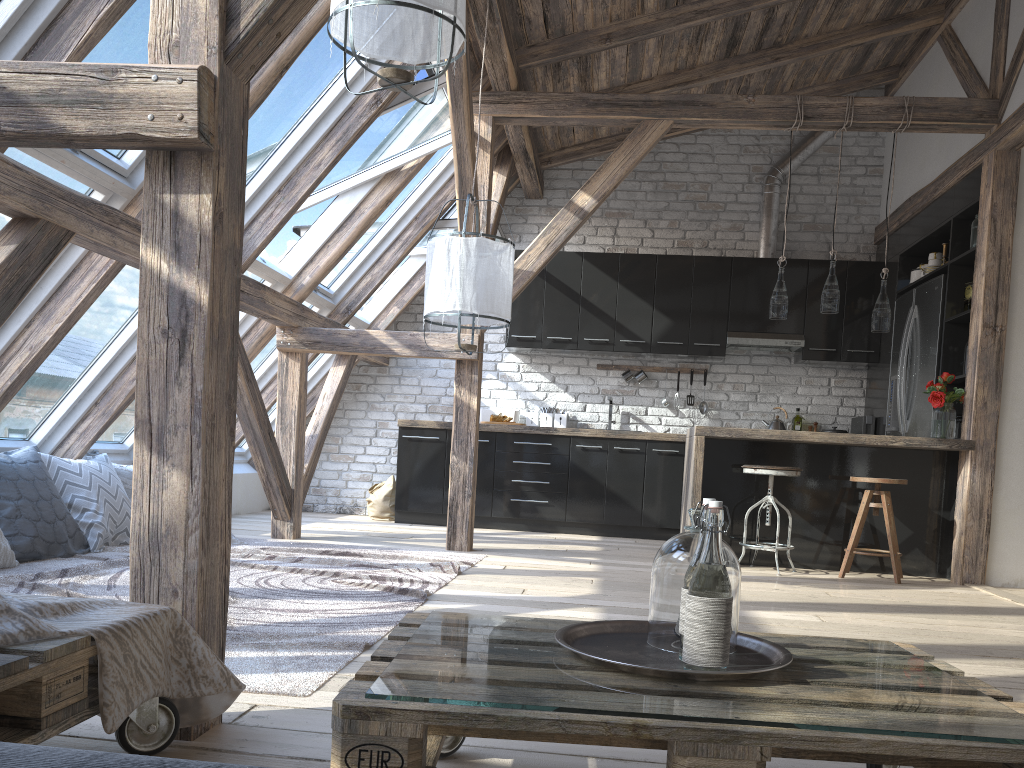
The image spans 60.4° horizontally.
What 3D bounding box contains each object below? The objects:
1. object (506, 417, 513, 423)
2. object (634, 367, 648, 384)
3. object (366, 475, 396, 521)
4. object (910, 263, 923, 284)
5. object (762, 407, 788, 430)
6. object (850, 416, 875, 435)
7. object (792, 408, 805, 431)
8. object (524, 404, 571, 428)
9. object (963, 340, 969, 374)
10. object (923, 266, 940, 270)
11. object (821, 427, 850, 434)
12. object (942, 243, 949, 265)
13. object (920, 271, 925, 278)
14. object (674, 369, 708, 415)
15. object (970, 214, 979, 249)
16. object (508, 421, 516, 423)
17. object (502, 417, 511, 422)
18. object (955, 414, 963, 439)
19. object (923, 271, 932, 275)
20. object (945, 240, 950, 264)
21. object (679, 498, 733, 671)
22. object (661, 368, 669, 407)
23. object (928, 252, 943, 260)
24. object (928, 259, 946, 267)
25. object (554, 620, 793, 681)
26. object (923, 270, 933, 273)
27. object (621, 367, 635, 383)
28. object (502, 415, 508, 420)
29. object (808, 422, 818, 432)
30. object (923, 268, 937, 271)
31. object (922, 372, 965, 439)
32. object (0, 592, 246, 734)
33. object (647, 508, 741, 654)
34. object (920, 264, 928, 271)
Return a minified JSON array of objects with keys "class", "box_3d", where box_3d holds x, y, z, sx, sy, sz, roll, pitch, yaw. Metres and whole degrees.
[{"class":"object","box_3d":[-0.027,0.296,7.201,0.073,0.055,0.083,4,-2,-18]},{"class":"object","box_3d":[1.090,-0.072,7.418,0.117,0.139,0.093,3,0,23]},{"class":"object","box_3d":[-1.104,0.962,7.508,0.391,0.390,0.339,3,-1,32]},{"class":"object","box_3d":[3.019,-0.797,6.457,0.209,0.175,0.186,5,-2,-43]},{"class":"object","box_3d":[2.123,0.301,7.045,0.222,0.236,0.221,3,-1,-4]},{"class":"object","box_3d":[2.831,0.380,7.115,0.088,0.227,0.352,3,-2,6]},{"class":"object","box_3d":[2.378,0.342,7.299,0.089,0.283,0.081,3,2,1]},{"class":"object","box_3d":[0.303,0.281,7.492,0.404,0.201,0.147,3,0,7]},{"class":"object","box_3d":[2.852,-0.190,5.455,0.086,0.303,0.085,3,2,-2]},{"class":"object","box_3d":[2.931,-0.790,6.095,0.149,0.026,0.148,7,-6,-42]},{"class":"object","box_3d":[2.630,0.418,7.185,0.247,0.141,0.209,3,-2,5]},{"class":"object","box_3d":[2.883,-0.849,5.865,0.059,0.168,0.059,3,2,-9]},{"class":"object","box_3d":[2.953,-0.764,6.243,0.094,0.067,0.106,5,-3,-32]},{"class":"object","box_3d":[1.503,0.062,7.361,0.282,0.382,0.069,3,2,6]},{"class":"object","box_3d":[2.837,-0.915,5.304,0.124,0.207,0.125,3,1,11]},{"class":"object","box_3d":[-0.001,0.318,7.217,0.069,0.017,0.077,4,-4,-16]},{"class":"object","box_3d":[-0.048,0.292,7.183,0.072,0.057,0.083,4,-2,-18]},{"class":"object","box_3d":[2.857,0.276,5.575,0.134,0.165,0.134,3,0,-4]},{"class":"object","box_3d":[2.929,-0.756,6.097,0.148,0.022,0.149,0,-5,33]},{"class":"object","box_3d":[2.868,-0.864,5.708,0.096,0.173,0.095,3,1,-20]},{"class":"object","box_3d":[0.308,0.316,1.391,0.071,0.268,0.153,3,1,6]},{"class":"object","box_3d":[1.297,0.032,7.413,0.071,0.327,0.066,3,2,6]},{"class":"object","box_3d":[2.934,-0.868,6.083,0.094,0.067,0.106,4,-2,-8]},{"class":"object","box_3d":[2.936,-0.823,6.089,0.106,0.067,0.094,2,-2,17]},{"class":"object","box_3d":[0.268,0.449,1.490,0.394,0.021,0.396,1,-5,26]},{"class":"object","box_3d":[2.929,-0.768,6.096,0.149,0.026,0.148,7,-6,-42]},{"class":"object","box_3d":[0.983,-0.077,7.437,0.117,0.139,0.093,3,0,8]},{"class":"object","box_3d":[-0.070,0.290,7.237,0.074,0.067,0.079,4,-2,-22]},{"class":"object","box_3d":[2.497,0.399,7.309,0.080,0.184,0.039,4,2,19]},{"class":"object","box_3d":[2.930,-0.779,6.095,0.149,0.026,0.148,7,-6,-42]},{"class":"object","box_3d":[2.598,0.129,5.294,0.250,0.416,0.312,4,0,39]},{"class":"object","box_3d":[-1.076,0.412,1.547,0.808,0.474,1.014,1,-4,36]},{"class":"object","box_3d":[0.325,0.341,1.556,0.156,0.248,0.155,3,1,-25]},{"class":"object","box_3d":[2.949,-0.811,6.241,0.094,0.067,0.106,2,-3,34]}]
